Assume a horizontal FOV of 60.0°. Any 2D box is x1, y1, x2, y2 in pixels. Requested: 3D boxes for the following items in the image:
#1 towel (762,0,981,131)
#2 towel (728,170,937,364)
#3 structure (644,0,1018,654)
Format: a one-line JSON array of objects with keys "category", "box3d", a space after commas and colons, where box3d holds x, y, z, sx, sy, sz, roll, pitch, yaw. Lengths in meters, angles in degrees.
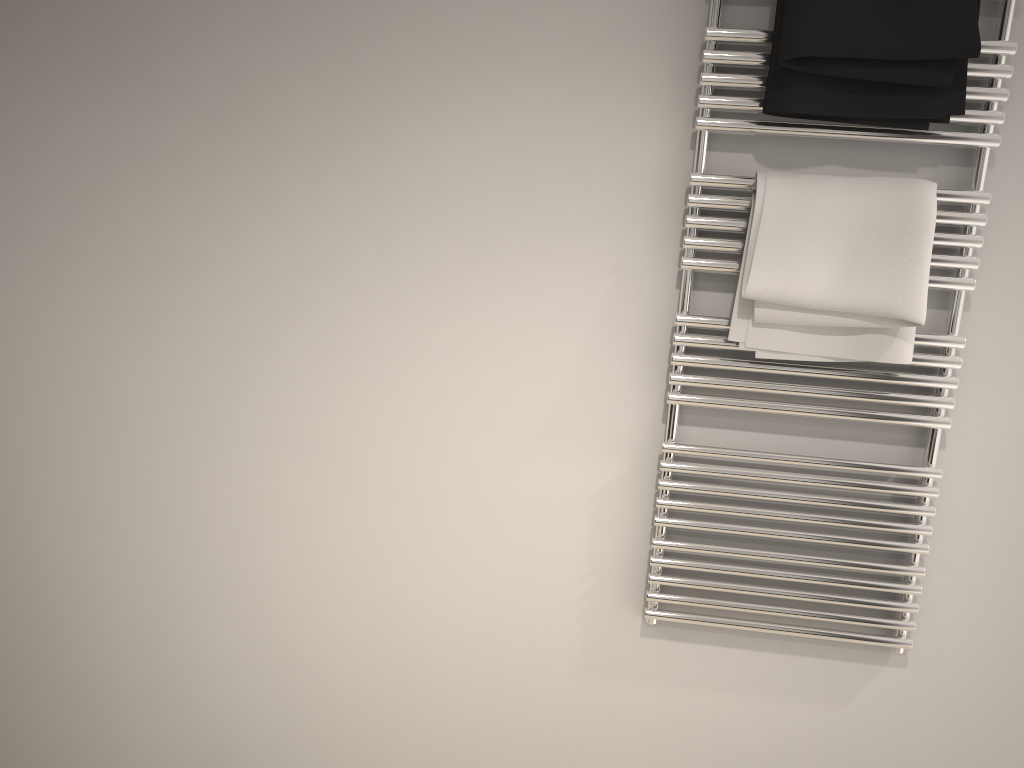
[{"category": "towel", "box3d": [0.551, -0.549, 1.346, 0.300, 0.307, 0.142, 4, 13, 3]}, {"category": "towel", "box3d": [0.518, -0.184, 1.438, 0.303, 0.307, 0.099, 5, 13, 7]}, {"category": "structure", "box3d": [0.518, -0.159, 1.483, 0.473, 1.283, 0.040, 5, 12, 6]}]
